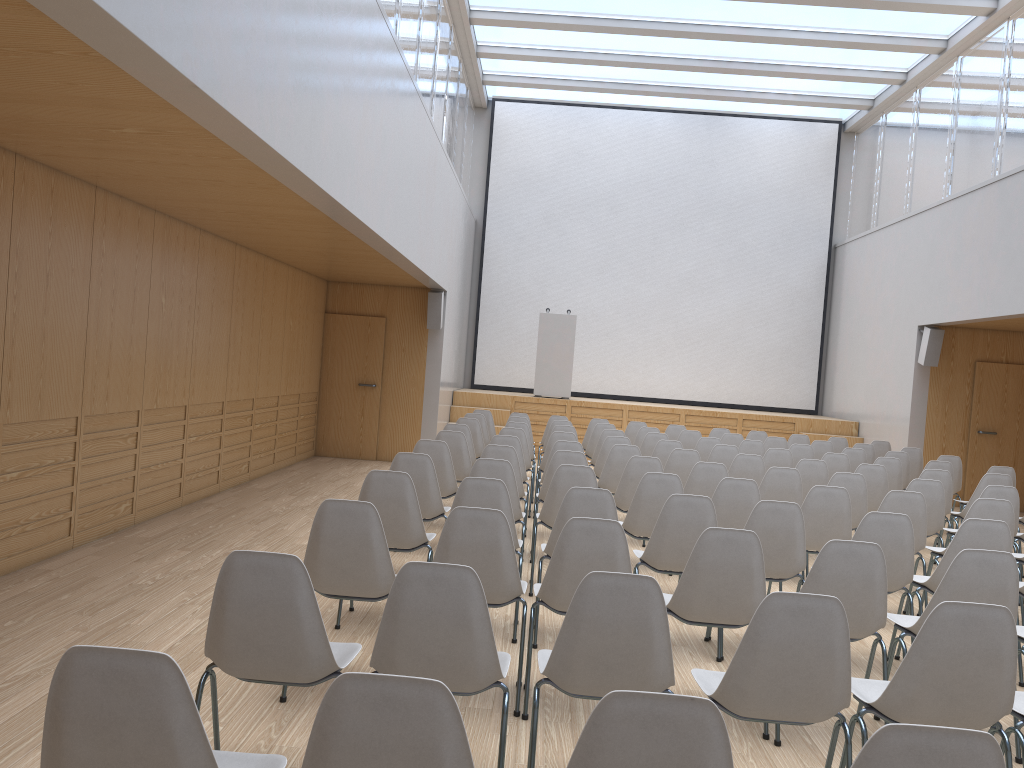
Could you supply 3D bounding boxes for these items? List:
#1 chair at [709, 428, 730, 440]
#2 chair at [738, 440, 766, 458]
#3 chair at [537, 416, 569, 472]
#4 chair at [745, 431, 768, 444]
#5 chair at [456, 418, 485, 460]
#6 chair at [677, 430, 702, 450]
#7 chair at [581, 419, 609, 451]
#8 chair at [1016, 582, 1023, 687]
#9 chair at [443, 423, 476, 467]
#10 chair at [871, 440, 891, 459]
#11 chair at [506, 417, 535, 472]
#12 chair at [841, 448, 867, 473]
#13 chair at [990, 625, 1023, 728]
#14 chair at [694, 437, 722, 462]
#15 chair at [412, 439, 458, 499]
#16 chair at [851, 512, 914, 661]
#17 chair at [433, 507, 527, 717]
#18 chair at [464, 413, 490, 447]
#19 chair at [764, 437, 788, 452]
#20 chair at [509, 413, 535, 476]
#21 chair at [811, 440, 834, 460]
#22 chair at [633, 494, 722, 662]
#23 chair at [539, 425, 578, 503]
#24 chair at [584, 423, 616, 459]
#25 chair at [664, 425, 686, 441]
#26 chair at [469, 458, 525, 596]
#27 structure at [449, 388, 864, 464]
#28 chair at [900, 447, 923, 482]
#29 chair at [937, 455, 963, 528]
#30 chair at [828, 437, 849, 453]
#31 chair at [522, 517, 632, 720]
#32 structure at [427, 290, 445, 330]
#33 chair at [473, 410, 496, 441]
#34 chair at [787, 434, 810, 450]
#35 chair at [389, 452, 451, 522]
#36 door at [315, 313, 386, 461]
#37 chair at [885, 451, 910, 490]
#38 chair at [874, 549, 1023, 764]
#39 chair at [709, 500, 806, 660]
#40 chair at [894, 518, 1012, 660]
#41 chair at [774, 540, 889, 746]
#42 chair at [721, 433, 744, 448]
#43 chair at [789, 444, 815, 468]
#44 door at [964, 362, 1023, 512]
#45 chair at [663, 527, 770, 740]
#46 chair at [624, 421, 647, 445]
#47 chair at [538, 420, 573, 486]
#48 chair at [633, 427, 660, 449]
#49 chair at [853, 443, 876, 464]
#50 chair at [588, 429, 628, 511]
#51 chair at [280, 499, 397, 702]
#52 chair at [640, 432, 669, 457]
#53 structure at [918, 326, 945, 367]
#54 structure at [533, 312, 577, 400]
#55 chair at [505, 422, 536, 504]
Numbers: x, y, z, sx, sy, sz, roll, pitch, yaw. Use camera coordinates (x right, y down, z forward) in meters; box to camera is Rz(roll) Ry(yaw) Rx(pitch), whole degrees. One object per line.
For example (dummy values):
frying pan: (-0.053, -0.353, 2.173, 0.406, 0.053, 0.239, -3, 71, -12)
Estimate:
chair: (2.699, 1.011, 11.805, 0.479, 0.876, 0.505, 4, 1, 2)
chair: (2.588, 1.041, 9.867, 0.479, 0.876, 0.505, 4, 1, 2)
chair: (0.593, 0.850, 11.873, 0.479, 0.876, 0.505, 4, 1, 2)
chair: (3.195, 1.047, 11.848, 0.479, 0.876, 0.505, 4, 1, 2)
chair: (-0.502, 0.805, 9.966, 0.479, 0.876, 0.505, 4, 1, 2)
chair: (2.121, 0.986, 10.864, 0.479, 0.876, 0.505, 4, 1, 2)
chair: (1.131, 0.890, 11.896, 0.479, 0.876, 0.505, 4, 1, 2)
chair: (2.946, 1.167, 4.854, 0.479, 0.876, 0.505, 4, 1, 2)
chair: (-0.560, 0.821, 8.908, 0.479, 0.876, 0.505, 4, 1, 2)
chair: (4.774, 1.168, 11.780, 0.479, 0.876, 0.505, 4, 1, 2)
chair: (0.054, 0.828, 10.930, 0.479, 0.876, 0.505, 4, 1, 2)
chair: (3.669, 1.123, 9.814, 0.479, 0.876, 0.505, 4, 1, 2)
chair: (2.422, 1.147, 3.833, 0.479, 0.876, 0.505, 4, 1, 2)
chair: (2.108, 1.006, 9.782, 0.479, 0.876, 0.505, 4, 1, 2)
chair: (-0.626, 0.855, 6.950, 0.479, 0.876, 0.505, 4, 1, 2)
chair: (1.898, 1.089, 4.788, 0.479, 0.876, 0.505, 4, 1, 2)
chair: (-0.164, 0.949, 3.963, 0.479, 0.876, 0.505, 4, 1, 2)
chair: (-0.472, 0.787, 10.975, 0.479, 0.876, 0.505, 4, 1, 2)
chair: (3.133, 1.063, 10.832, 0.479, 0.876, 0.505, 4, 1, 2)
chair: (0.075, 0.811, 11.848, 0.479, 0.876, 0.505, 4, 1, 2)
chair: (3.661, 1.104, 10.774, 0.479, 0.876, 0.505, 4, 1, 2)
chair: (0.912, 1.012, 4.901, 0.479, 0.876, 0.505, 4, 1, 2)
chair: (0.553, 0.885, 9.942, 0.479, 0.876, 0.505, 4, 1, 2)
chair: (1.101, 0.907, 10.915, 0.479, 0.876, 0.505, 4, 1, 2)
chair: (2.133, 0.967, 11.844, 0.479, 0.876, 0.505, 4, 1, 2)
chair: (-0.143, 0.911, 5.935, 0.479, 0.876, 0.505, 4, 1, 2)
structure: (2.291, 0.864, 14.929, 6.551, 1.027, 2.728, 4, 1, 2)
chair: (4.706, 1.184, 10.741, 0.479, 0.876, 0.505, 4, 1, 2)
chair: (4.682, 1.201, 9.782, 0.479, 0.876, 0.505, 4, 1, 2)
chair: (4.233, 1.126, 11.825, 0.479, 0.876, 0.505, 4, 1, 2)
chair: (0.319, 0.986, 3.919, 0.479, 0.876, 0.505, 4, 1, 2)
structure: (-1.061, -1.028, 12.317, 0.196, 0.542, 0.368, 4, 1, 2)
chair: (-0.413, 0.772, 11.945, 0.479, 0.876, 0.505, 4, 1, 2)
chair: (3.729, 1.089, 11.813, 0.479, 0.876, 0.505, 4, 1, 2)
chair: (-0.655, 0.873, 5.931, 0.479, 0.876, 0.505, 4, 1, 2)
door: (-2.291, 0.044, 12.500, 0.873, 2.024, 0.108, 4, 1, 2)
chair: (4.142, 1.159, 9.827, 0.479, 0.876, 0.505, 4, 1, 2)
chair: (1.912, 1.108, 3.869, 0.479, 0.876, 0.505, 4, 1, 2)
chair: (1.378, 1.047, 4.914, 0.479, 0.876, 0.505, 4, 1, 2)
chair: (2.413, 1.127, 4.812, 0.479, 0.876, 0.505, 4, 1, 2)
chair: (1.360, 1.066, 3.846, 0.479, 0.876, 0.505, 4, 1, 2)
chair: (2.627, 1.024, 10.876, 0.479, 0.876, 0.505, 4, 1, 2)
chair: (3.095, 1.080, 9.792, 0.479, 0.876, 0.505, 4, 1, 2)
door: (6.764, 0.735, 12.212, 0.873, 2.024, 0.108, 4, 1, 2)
chair: (0.880, 1.029, 3.920, 0.479, 0.876, 0.505, 4, 1, 2)
chair: (1.630, 0.928, 11.908, 0.479, 0.876, 0.505, 4, 1, 2)
chair: (0.579, 0.869, 10.873, 0.479, 0.876, 0.505, 4, 1, 2)
chair: (1.621, 0.948, 10.839, 0.479, 0.876, 0.505, 4, 1, 2)
chair: (4.171, 1.142, 10.817, 0.479, 0.876, 0.505, 4, 1, 2)
chair: (1.079, 0.926, 9.877, 0.479, 0.876, 0.505, 4, 1, 2)
chair: (-0.697, 0.909, 3.911, 0.479, 0.876, 0.505, 4, 1, 2)
chair: (1.552, 0.962, 9.882, 0.479, 0.876, 0.505, 4, 1, 2)
structure: (5.709, -0.511, 12.102, 0.196, 0.542, 0.368, 4, 1, 2)
structure: (0.711, -0.459, 14.735, 0.605, 1.379, 0.605, 4, 1, 2)
chair: (0.034, 0.847, 9.890, 0.479, 0.876, 0.505, 4, 1, 2)
